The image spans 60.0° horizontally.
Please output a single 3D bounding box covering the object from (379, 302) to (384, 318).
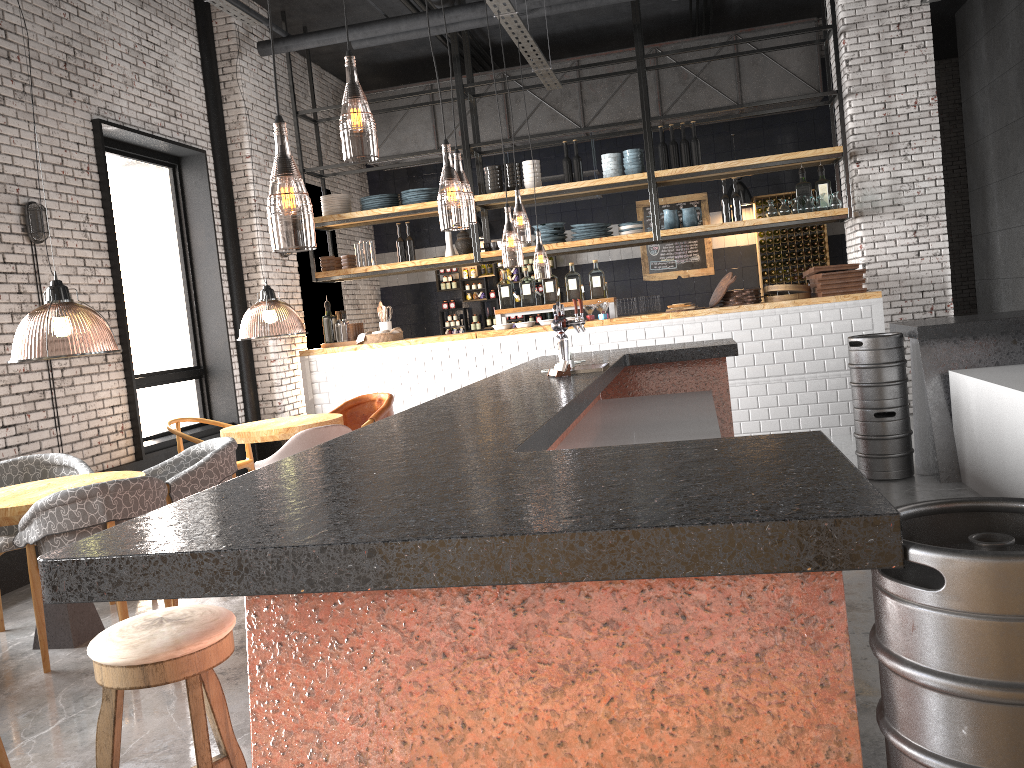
[{"bbox_3d":[-1.407,-0.754,9.650,0.017,0.289,0.090,-9,4,-41],"label":"object"}]

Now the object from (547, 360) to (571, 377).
[{"bbox_3d":[0.261,-0.091,4.961,0.091,0.091,0.178,-7,4,-13],"label":"object"}]

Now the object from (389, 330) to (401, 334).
[{"bbox_3d":[-1.265,-0.531,9.483,0.161,0.075,0.160,-8,5,-25],"label":"object"}]

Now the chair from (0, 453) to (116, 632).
[{"bbox_3d":[-2.767,0.896,5.271,0.682,0.928,0.643,-9,4,-34],"label":"chair"}]

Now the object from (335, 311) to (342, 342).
[{"bbox_3d":[-1.871,-0.606,9.624,0.070,0.367,0.107,-5,3,11],"label":"object"}]

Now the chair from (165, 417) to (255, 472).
[{"bbox_3d":[-2.470,0.719,7.189,0.643,0.920,0.613,-5,4,19],"label":"chair"}]

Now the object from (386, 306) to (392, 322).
[{"bbox_3d":[-1.339,-0.664,9.592,0.123,0.358,0.076,-4,4,27],"label":"object"}]

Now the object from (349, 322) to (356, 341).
[{"bbox_3d":[-1.721,-0.545,9.589,0.056,0.248,0.056,-8,4,-26],"label":"object"}]

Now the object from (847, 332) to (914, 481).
[{"bbox_3d":[2.665,0.159,6.412,0.398,1.034,0.399,-9,5,-43],"label":"object"}]

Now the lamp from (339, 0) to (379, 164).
[{"bbox_3d":[-0.536,-1.464,2.616,0.108,1.597,0.108,-3,5,44],"label":"lamp"}]

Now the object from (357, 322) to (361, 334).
[{"bbox_3d":[-1.686,-0.562,9.759,0.056,0.248,0.056,-8,4,-26],"label":"object"}]

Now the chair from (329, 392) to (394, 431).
[{"bbox_3d":[-1.207,0.560,7.453,0.681,0.928,0.645,-4,4,34],"label":"chair"}]

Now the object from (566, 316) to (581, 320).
[{"bbox_3d":[0.597,-0.648,8.942,0.216,0.060,0.324,-5,4,12],"label":"object"}]

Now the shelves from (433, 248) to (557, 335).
[{"bbox_3d":[-0.191,-1.231,12.761,1.760,1.480,0.158,-5,3,12],"label":"shelves"}]

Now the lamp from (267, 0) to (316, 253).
[{"bbox_3d":[-0.612,-1.116,2.106,0.108,1.597,0.108,-3,5,44],"label":"lamp"}]

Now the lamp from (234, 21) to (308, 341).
[{"bbox_3d":[-1.977,-1.556,6.789,0.537,2.403,0.536,-9,4,-36],"label":"lamp"}]

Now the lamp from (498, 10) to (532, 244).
[{"bbox_3d":[-0.021,-1.613,5.111,0.108,1.597,0.108,-3,5,44],"label":"lamp"}]

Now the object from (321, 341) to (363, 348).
[{"bbox_3d":[-1.822,-0.443,9.732,0.411,0.050,0.412,-5,4,11],"label":"object"}]

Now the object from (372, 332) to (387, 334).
[{"bbox_3d":[-1.394,-0.510,9.382,0.160,0.075,0.161,-7,4,-10],"label":"object"}]

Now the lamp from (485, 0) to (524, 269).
[{"bbox_3d":[-0.076,-1.387,4.471,0.108,1.597,0.108,-6,3,-6],"label":"lamp"}]

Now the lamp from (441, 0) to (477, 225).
[{"bbox_3d":[-0.289,-1.482,3.791,0.108,1.597,0.108,-3,5,44],"label":"lamp"}]

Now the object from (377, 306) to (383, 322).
[{"bbox_3d":[-1.410,-0.668,9.627,0.087,0.355,0.026,-4,4,35],"label":"object"}]

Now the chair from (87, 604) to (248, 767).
[{"bbox_3d":[-0.802,0.971,2.140,0.481,0.805,0.439,-8,4,-29],"label":"chair"}]

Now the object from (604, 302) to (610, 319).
[{"bbox_3d":[0.933,-0.737,8.955,0.122,0.165,0.112,-8,4,-24],"label":"object"}]

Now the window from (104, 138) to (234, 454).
[{"bbox_3d":[-3.209,-0.808,7.961,0.365,2.694,1.537,-5,4,12],"label":"window"}]

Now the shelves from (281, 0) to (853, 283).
[{"bbox_3d":[0.457,-2.927,9.436,5.674,3.063,0.598,-5,3,12],"label":"shelves"}]

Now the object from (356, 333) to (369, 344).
[{"bbox_3d":[-1.518,-0.496,9.466,0.284,0.110,0.187,-10,6,-41],"label":"object"}]

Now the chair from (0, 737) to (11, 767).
[{"bbox_3d":[-1.987,1.004,2.822,0.645,0.928,0.681,-9,5,-41],"label":"chair"}]

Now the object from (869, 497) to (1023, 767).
[{"bbox_3d":[0.835,0.737,1.478,0.398,1.034,0.399,-9,5,-43],"label":"object"}]

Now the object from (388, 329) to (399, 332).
[{"bbox_3d":[-1.269,-0.550,9.483,0.161,0.078,0.160,-8,5,-25],"label":"object"}]

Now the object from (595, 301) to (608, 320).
[{"bbox_3d":[0.897,-0.736,8.833,0.128,0.189,0.123,-5,4,21],"label":"object"}]

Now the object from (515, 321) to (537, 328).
[{"bbox_3d":[0.137,-0.605,9.033,0.216,0.059,0.324,-5,4,12],"label":"object"}]

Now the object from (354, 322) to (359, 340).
[{"bbox_3d":[-1.704,-0.554,9.674,0.056,0.248,0.056,-8,4,-26],"label":"object"}]

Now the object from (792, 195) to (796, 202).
[{"bbox_3d":[3.753,-2.459,11.726,0.079,0.079,0.284,-5,4,12],"label":"object"}]

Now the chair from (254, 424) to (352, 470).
[{"bbox_3d":[-1.428,0.701,6.380,0.772,0.849,0.802,-8,4,-29],"label":"chair"}]

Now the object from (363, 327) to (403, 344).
[{"bbox_3d":[-1.383,-0.511,9.489,0.437,0.156,0.420,-7,4,-15],"label":"object"}]

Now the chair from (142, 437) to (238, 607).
[{"bbox_3d":[-1.814,0.805,5.141,0.644,0.928,0.681,-8,4,-34],"label":"chair"}]

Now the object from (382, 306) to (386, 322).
[{"bbox_3d":[-1.369,-0.662,9.549,0.033,0.369,0.137,-7,4,-22],"label":"object"}]

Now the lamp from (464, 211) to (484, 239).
[{"bbox_3d":[-0.555,-2.537,12.609,0.390,0.936,0.391,-5,4,14],"label":"lamp"}]

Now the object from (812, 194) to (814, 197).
[{"bbox_3d":[3.945,-2.479,11.725,0.079,0.079,0.284,-5,4,12],"label":"object"}]

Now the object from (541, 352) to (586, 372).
[{"bbox_3d":[0.340,-0.171,5.786,0.200,0.106,0.768,-5,4,12],"label":"object"}]

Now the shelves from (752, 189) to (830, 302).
[{"bbox_3d":[3.782,-1.479,11.888,0.889,2.146,0.251,-5,3,12],"label":"shelves"}]

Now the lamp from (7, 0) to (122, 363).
[{"bbox_3d":[-2.436,-1.331,4.524,0.537,2.403,0.536,-9,4,-36],"label":"lamp"}]

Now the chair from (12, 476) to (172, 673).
[{"bbox_3d":[-1.892,0.892,4.125,0.682,0.928,0.643,-9,4,-34],"label":"chair"}]

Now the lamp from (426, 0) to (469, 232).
[{"bbox_3d":[-0.283,-1.283,3.169,0.108,1.460,0.108,-7,3,-16],"label":"lamp"}]

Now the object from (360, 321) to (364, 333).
[{"bbox_3d":[-1.669,-0.570,9.844,0.056,0.248,0.056,-8,4,-26],"label":"object"}]

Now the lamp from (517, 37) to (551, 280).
[{"bbox_3d":[0.116,-1.473,5.699,0.108,1.597,0.108,-3,5,44],"label":"lamp"}]

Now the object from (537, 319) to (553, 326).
[{"bbox_3d":[0.374,-0.627,9.005,0.216,0.055,0.324,-5,4,12],"label":"object"}]

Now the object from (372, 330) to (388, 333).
[{"bbox_3d":[-1.394,-0.529,9.382,0.160,0.078,0.161,-7,4,-10],"label":"object"}]

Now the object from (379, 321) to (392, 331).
[{"bbox_3d":[-1.361,-0.572,9.605,0.129,0.204,0.129,-9,5,-42],"label":"object"}]

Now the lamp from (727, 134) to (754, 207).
[{"bbox_3d":[2.992,-2.854,11.830,0.390,0.936,0.391,-5,4,14],"label":"lamp"}]

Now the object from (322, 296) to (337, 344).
[{"bbox_3d":[-1.984,-0.689,9.626,0.106,0.553,0.157,-5,3,11],"label":"object"}]

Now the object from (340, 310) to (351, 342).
[{"bbox_3d":[-1.807,-0.612,9.611,0.070,0.367,0.107,-5,3,11],"label":"object"}]

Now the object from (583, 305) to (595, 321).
[{"bbox_3d":[0.784,-0.719,8.929,0.112,0.165,0.122,-10,5,-44],"label":"object"}]

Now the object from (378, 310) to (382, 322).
[{"bbox_3d":[-1.394,-0.636,9.597,0.072,0.328,0.052,-8,4,-32],"label":"object"}]
